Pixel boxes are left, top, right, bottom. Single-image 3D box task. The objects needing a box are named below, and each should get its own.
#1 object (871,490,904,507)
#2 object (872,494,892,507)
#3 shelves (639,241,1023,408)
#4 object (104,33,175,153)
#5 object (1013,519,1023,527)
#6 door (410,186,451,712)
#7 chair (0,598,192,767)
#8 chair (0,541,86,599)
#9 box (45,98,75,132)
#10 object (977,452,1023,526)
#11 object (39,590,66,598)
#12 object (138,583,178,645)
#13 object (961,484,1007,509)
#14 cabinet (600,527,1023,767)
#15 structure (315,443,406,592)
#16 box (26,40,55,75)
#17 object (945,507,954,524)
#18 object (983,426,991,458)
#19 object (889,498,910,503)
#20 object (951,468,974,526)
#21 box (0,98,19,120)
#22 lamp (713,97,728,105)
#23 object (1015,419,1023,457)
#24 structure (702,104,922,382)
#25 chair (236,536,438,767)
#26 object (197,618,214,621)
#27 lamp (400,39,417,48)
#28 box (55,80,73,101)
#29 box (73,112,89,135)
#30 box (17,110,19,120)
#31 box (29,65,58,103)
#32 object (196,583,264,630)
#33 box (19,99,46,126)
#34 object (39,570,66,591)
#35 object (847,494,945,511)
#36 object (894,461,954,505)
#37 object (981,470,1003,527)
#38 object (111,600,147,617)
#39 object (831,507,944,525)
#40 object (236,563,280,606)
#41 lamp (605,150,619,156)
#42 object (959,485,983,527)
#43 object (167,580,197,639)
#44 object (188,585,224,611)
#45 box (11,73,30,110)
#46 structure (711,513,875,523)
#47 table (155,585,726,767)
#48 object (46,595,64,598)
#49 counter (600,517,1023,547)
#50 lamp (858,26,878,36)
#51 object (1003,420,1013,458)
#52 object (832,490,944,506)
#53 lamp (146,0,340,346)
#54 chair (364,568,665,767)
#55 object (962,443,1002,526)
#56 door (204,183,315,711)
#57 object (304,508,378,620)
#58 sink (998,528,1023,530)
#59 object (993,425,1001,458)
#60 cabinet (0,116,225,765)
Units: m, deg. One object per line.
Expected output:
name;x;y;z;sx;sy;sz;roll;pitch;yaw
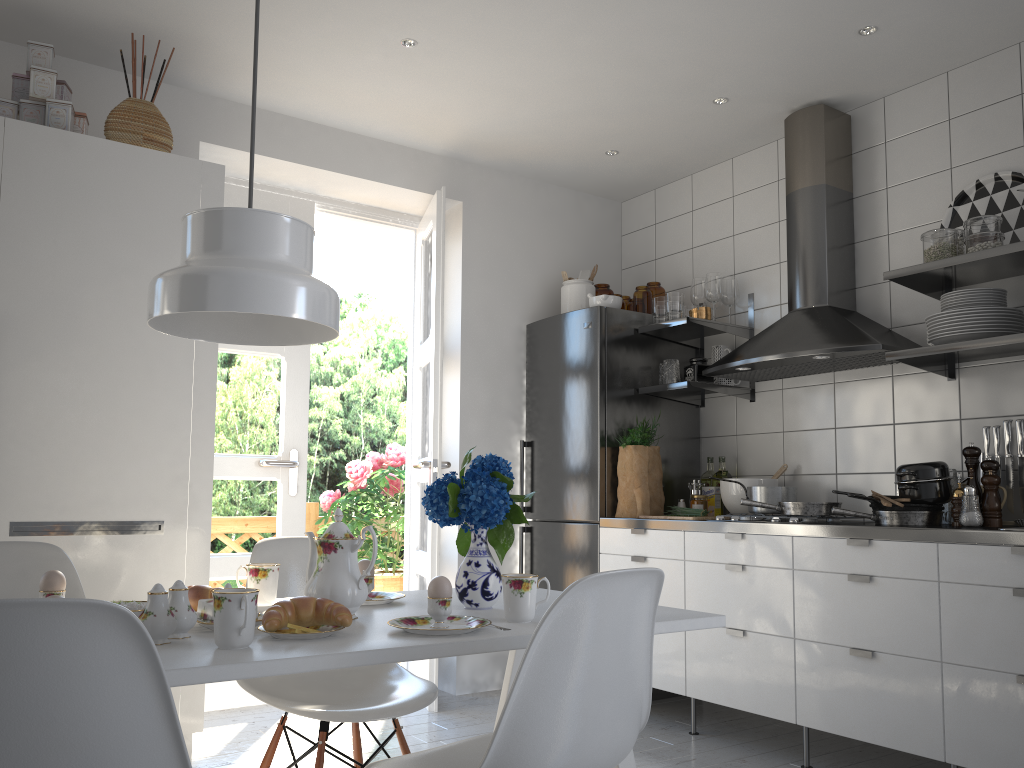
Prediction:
object;1.300;0.397;3.076;0.059;0.060;0.335;-1;-7;13
object;1.285;0.404;3.080;0.064;0.044;0.336;-2;-8;22
shelves;1.481;-0.283;3.240;0.427;0.510;2.547;5;-8;-34
object;-1.295;-0.991;3.093;0.230;0.450;0.091;4;-7;-34
object;1.700;0.457;2.930;0.070;0.031;0.072;5;-9;-34
door;-0.405;0.293;4.201;0.156;2.318;0.604;2;-6;-15
chair;-0.636;0.661;1.171;0.465;0.798;0.544;3;-6;-20
chair;-1.078;0.751;1.896;0.465;0.798;0.544;5;-7;-35
box;-1.495;-0.872;2.930;0.081;0.110;0.081;3;-6;-20
object;1.746;0.363;3.065;0.067;0.259;0.322;4;-7;-34
object;-0.917;0.440;1.765;0.048;0.057;0.048;0;-6;6
object;-0.611;0.395;1.525;0.065;0.102;0.069;5;-7;-34
object;1.627;0.417;3.065;0.115;0.144;0.128;0;-6;4
cabinet;1.572;0.893;2.772;0.663;0.792;3.246;5;-8;-34
structure;-0.819;1.031;5.864;1.177;1.275;1.265;5;-8;-33
box;-1.592;-1.085;2.992;0.081;0.110;0.081;3;-7;-25
object;1.582;0.467;3.160;0.066;0.067;0.053;-1;-6;16
object;1.694;0.207;3.158;0.019;0.114;0.028;5;-7;-39
object;1.337;0.409;3.083;0.065;0.021;0.337;-2;-8;19
object;1.501;0.376;2.944;0.081;0.191;0.058;-5;-8;44
box;-1.678;-0.875;2.923;0.081;0.110;0.081;5;-7;-34
lamp;0.868;-1.188;3.689;0.064;0.030;0.064;7;-9;-42
object;1.760;0.187;3.062;0.022;0.131;0.033;4;-6;-30
structure;1.187;-0.609;3.661;0.473;1.088;0.870;4;-7;-34
chair;-0.469;0.811;2.316;0.466;0.798;0.543;5;-8;-40
object;-0.568;0.443;1.661;0.180;0.001;0.022;-4;-8;29
lamp;-0.378;-1.257;3.243;0.064;0.030;0.064;7;-9;-42
box;-1.557;-0.971;3.027;0.081;0.110;0.081;1;-6;-10
box;-1.490;-0.861;3.019;0.081;0.110;0.081;3;-6;-20
box;-1.677;-0.862;3.024;0.081;0.110;0.081;-2;-6;20
box;-1.556;-0.982;2.939;0.081;0.110;0.081;4;-7;-29
object;-0.557;0.432;1.734;0.140;0.083;0.187;5;-8;-34
box;-1.586;-0.872;2.939;0.081;0.110;0.081;3;-6;-20
object;-0.917;0.403;1.769;0.048;0.062;0.048;4;-7;-30
object;1.334;0.429;3.120;0.347;0.082;0.244;0;-7;7
object;1.434;0.348;3.088;0.190;0.158;0.198;-1;-7;16
object;1.563;0.374;2.889;0.058;0.183;0.059;1;-5;-6
object;-0.717;0.430;1.636;0.158;0.058;0.158;7;-10;-44
object;1.340;0.468;3.146;0.352;0.060;0.233;-4;-9;34
object;-0.588;0.469;2.069;0.091;0.095;0.078;5;-8;-36
lamp;0.479;-1.119;4.248;0.064;0.030;0.064;7;-9;-42
object;1.489;0.396;2.877;0.069;0.134;0.069;-4;-7;35
object;-0.600;0.404;1.592;0.065;0.102;0.069;5;-7;-34
object;-0.645;0.457;1.897;0.161;0.057;0.124;-2;-7;20
box;-1.643;-0.976;2.992;0.081;0.110;0.081;3;-7;-25
structure;1.096;0.528;3.499;0.491;0.028;0.468;6;-9;-34
table;-0.512;0.806;1.743;1.828;0.658;0.816;5;-8;-34
object;-0.683;0.346;1.320;0.048;0.062;0.048;4;-7;-30
counter;1.580;0.479;2.813;0.651;0.045;3.248;6;-9;-34
lamp;1.256;-1.258;3.129;0.064;0.030;0.064;7;-9;-42
object;1.736;0.191;3.097;0.022;0.131;0.033;4;-6;-30
object;1.342;0.414;3.111;0.356;0.080;0.247;4;-8;-27
lamp;-0.535;-0.765;1.861;0.373;1.318;0.375;1;-5;-3
chair;0.007;0.723;1.606;0.543;0.798;0.466;-5;-8;44
object;1.580;0.336;2.980;0.061;0.282;0.124;3;-6;-29
door;-1.212;0.258;3.989;0.603;2.318;0.157;4;-6;-35
object;-0.362;0.375;1.856;0.140;0.229;0.150;2;-6;-16
sink;1.825;0.458;2.413;0.488;0.111;0.767;5;-9;-34
object;1.714;0.204;3.129;0.019;0.114;0.028;5;-7;-39
cabinet;-1.746;0.228;2.896;1.379;2.089;0.514;5;-7;-35
